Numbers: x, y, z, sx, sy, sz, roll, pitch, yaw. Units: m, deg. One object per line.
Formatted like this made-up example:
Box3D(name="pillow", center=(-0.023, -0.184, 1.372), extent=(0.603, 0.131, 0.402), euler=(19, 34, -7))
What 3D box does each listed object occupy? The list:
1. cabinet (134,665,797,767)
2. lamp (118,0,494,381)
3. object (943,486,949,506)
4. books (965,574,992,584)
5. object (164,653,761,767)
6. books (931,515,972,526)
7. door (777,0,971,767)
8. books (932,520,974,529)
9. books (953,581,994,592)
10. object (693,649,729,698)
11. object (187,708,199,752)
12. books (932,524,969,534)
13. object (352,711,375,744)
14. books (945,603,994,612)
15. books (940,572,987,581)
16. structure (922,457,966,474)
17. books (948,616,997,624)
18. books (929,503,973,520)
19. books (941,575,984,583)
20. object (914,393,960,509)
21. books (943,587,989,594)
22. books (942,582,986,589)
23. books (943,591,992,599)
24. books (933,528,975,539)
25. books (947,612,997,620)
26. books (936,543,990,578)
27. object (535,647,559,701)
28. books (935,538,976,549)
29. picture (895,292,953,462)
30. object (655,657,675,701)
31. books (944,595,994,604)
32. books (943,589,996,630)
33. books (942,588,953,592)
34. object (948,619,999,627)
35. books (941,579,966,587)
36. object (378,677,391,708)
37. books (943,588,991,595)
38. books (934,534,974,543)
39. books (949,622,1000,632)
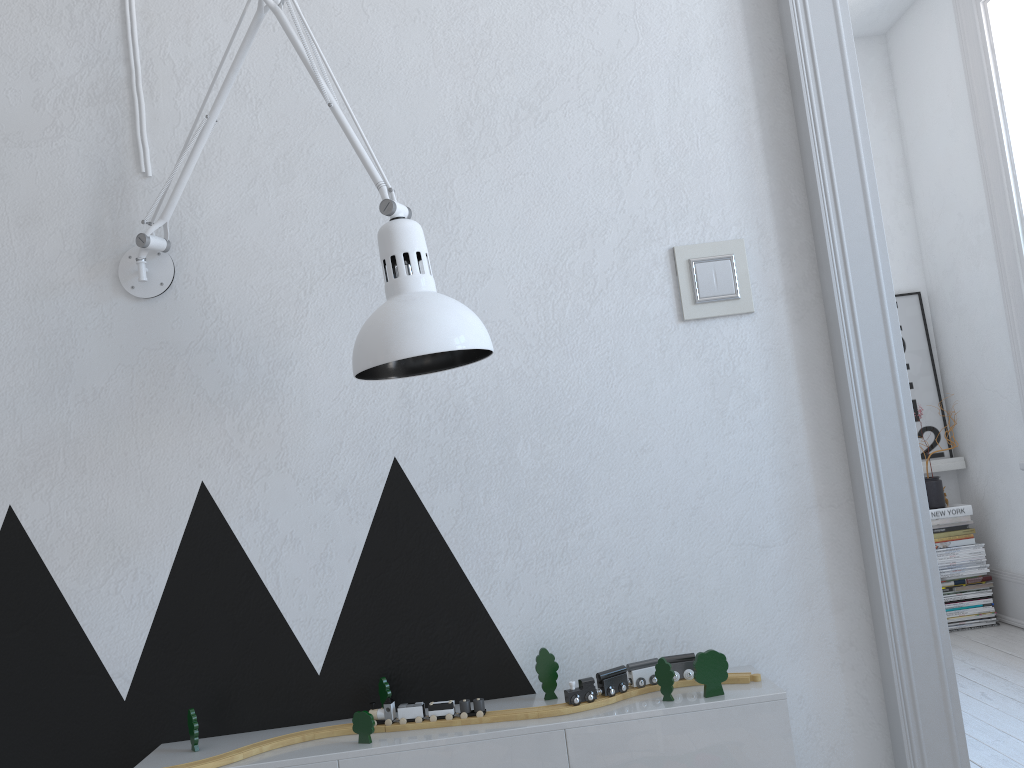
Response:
Box3D(name="cabinet", center=(-0.056, 0.740, 1.346), extent=(0.970, 0.454, 0.183), euler=(-7, -5, -2))
Box3D(name="lamp", center=(-0.353, -0.309, 1.398), extent=(0.652, 0.655, 0.200), euler=(-10, -5, 31))
Box3D(name="object", center=(2.029, 0.525, 4.185), extent=(0.045, 0.101, 0.050), euler=(-9, -5, 22))
Box3D(name="books", center=(2.112, 0.896, 4.121), extent=(0.122, 0.023, 0.220), euler=(-7, -5, -2))
Box3D(name="object", center=(-0.068, 0.488, 1.353), extent=(0.902, 0.047, 0.111), euler=(-7, -5, -7))
Box3D(name="books", center=(1.995, 0.632, 4.132), extent=(0.214, 0.026, 0.151), euler=(-7, -5, -2))
Box3D(name="door", center=(1.246, -0.086, 1.673), extent=(1.465, 2.176, 0.505), euler=(-6, -5, -17))
Box3D(name="books", center=(1.993, 0.656, 4.144), extent=(0.261, 0.018, 0.146), euler=(-7, -5, -3))
Box3D(name="books", center=(2.088, 0.929, 4.135), extent=(0.178, 0.018, 0.264), euler=(-7, -5, -1))
Box3D(name="object", center=(0.296, 0.430, 1.318), extent=(0.054, 0.066, 0.009), euler=(-6, -5, -11))
Box3D(name="object", center=(-0.493, 0.535, 1.372), extent=(0.007, 0.063, 0.029), euler=(-3, -6, -39))
Box3D(name="books", center=(1.986, 0.679, 4.170), extent=(0.233, 0.020, 0.187), euler=(-7, -5, -4))
Box3D(name="object", center=(-0.217, 0.503, 1.300), extent=(0.037, 0.046, 0.006), euler=(-9, -5, 25))
Box3D(name="books", center=(2.026, 1.024, 4.117), extent=(0.311, 0.010, 0.248), euler=(-7, -5, 1))
Box3D(name="books", center=(2.007, 0.884, 4.097), extent=(0.304, 0.009, 0.167), euler=(-7, -5, -5))
Box3D(name="structure", center=(1.404, 0.474, 4.281), extent=(1.534, 0.056, 0.138), euler=(-7, -5, -2))
Box3D(name="books", center=(2.032, 1.082, 4.123), extent=(0.312, 0.006, 0.257), euler=(-7, -5, -2))
Box3D(name="books", center=(1.995, 0.597, 4.144), extent=(0.228, 0.045, 0.169), euler=(-7, -5, 1))
Box3D(name="books", center=(2.008, 0.893, 4.105), extent=(0.255, 0.007, 0.199), euler=(-7, -5, -6))
Box3D(name="object", center=(1.988, 0.297, 4.155), extent=(0.293, 0.553, 0.157), euler=(-8, -5, 8))
Box3D(name="books", center=(2.021, 0.950, 4.134), extent=(0.292, 0.005, 0.229), euler=(-7, -5, 1))
Box3D(name="books", center=(2.006, 0.924, 4.114), extent=(0.276, 0.007, 0.217), euler=(-7, -5, -1))
Box3D(name="books", center=(2.015, 0.970, 4.128), extent=(0.307, 0.005, 0.247), euler=(-7, -5, -4))
Box3D(name="books", center=(1.992, 0.698, 4.156), extent=(0.257, 0.021, 0.202), euler=(-7, -5, -5))
Box3D(name="books", center=(2.028, 1.062, 4.121), extent=(0.316, 0.005, 0.253), euler=(-7, -5, -2))
Box3D(name="books", center=(2.002, 0.818, 4.144), extent=(0.317, 0.134, 0.278), euler=(-7, -5, -1))
Box3D(name="object", center=(0.057, 0.461, 1.412), extent=(0.037, 0.080, 0.009), euler=(-6, -5, -8))
Box3D(name="books", center=(1.976, 0.746, 4.185), extent=(0.271, 0.026, 0.286), euler=(-7, -5, -2))
Box3D(name="picture", center=(1.766, -0.002, 4.340), extent=(0.631, 0.849, 0.073), euler=(-7, -4, -1))
Box3D(name="object", center=(0.229, 0.440, 1.322), extent=(0.029, 0.063, 0.007), euler=(-9, -5, 25))
Box3D(name="books", center=(2.019, 0.994, 4.134), extent=(0.316, 0.011, 0.256), euler=(-7, -5, -3))
Box3D(name="books", center=(2.025, 1.035, 4.125), extent=(0.316, 0.154, 0.263), euler=(-7, -5, -1))
Box3D(name="books", center=(1.931, 0.944, 4.078), extent=(0.134, 0.019, 0.119), euler=(-7, -5, -2))
Box3D(name="object", center=(2.041, 1.095, 4.132), extent=(0.324, 0.007, 0.253), euler=(-7, -5, 3))
Box3D(name="books", center=(1.956, 0.915, 4.110), extent=(0.193, 0.023, 0.194), euler=(-7, -5, -2))
Box3D(name="object", center=(-0.203, 0.503, 1.422), extent=(0.007, 0.063, 0.029), euler=(-3, -6, -39))
Box3D(name="books", center=(2.020, 0.956, 4.133), extent=(0.300, 0.005, 0.242), euler=(-7, -5, -2))
Box3D(name="books", center=(1.981, 0.719, 4.151), extent=(0.245, 0.020, 0.224), euler=(-7, -5, -3))
Box3D(name="books", center=(2.041, 1.130, 4.124), extent=(0.333, 0.037, 0.245), euler=(-7, -5, -2))
